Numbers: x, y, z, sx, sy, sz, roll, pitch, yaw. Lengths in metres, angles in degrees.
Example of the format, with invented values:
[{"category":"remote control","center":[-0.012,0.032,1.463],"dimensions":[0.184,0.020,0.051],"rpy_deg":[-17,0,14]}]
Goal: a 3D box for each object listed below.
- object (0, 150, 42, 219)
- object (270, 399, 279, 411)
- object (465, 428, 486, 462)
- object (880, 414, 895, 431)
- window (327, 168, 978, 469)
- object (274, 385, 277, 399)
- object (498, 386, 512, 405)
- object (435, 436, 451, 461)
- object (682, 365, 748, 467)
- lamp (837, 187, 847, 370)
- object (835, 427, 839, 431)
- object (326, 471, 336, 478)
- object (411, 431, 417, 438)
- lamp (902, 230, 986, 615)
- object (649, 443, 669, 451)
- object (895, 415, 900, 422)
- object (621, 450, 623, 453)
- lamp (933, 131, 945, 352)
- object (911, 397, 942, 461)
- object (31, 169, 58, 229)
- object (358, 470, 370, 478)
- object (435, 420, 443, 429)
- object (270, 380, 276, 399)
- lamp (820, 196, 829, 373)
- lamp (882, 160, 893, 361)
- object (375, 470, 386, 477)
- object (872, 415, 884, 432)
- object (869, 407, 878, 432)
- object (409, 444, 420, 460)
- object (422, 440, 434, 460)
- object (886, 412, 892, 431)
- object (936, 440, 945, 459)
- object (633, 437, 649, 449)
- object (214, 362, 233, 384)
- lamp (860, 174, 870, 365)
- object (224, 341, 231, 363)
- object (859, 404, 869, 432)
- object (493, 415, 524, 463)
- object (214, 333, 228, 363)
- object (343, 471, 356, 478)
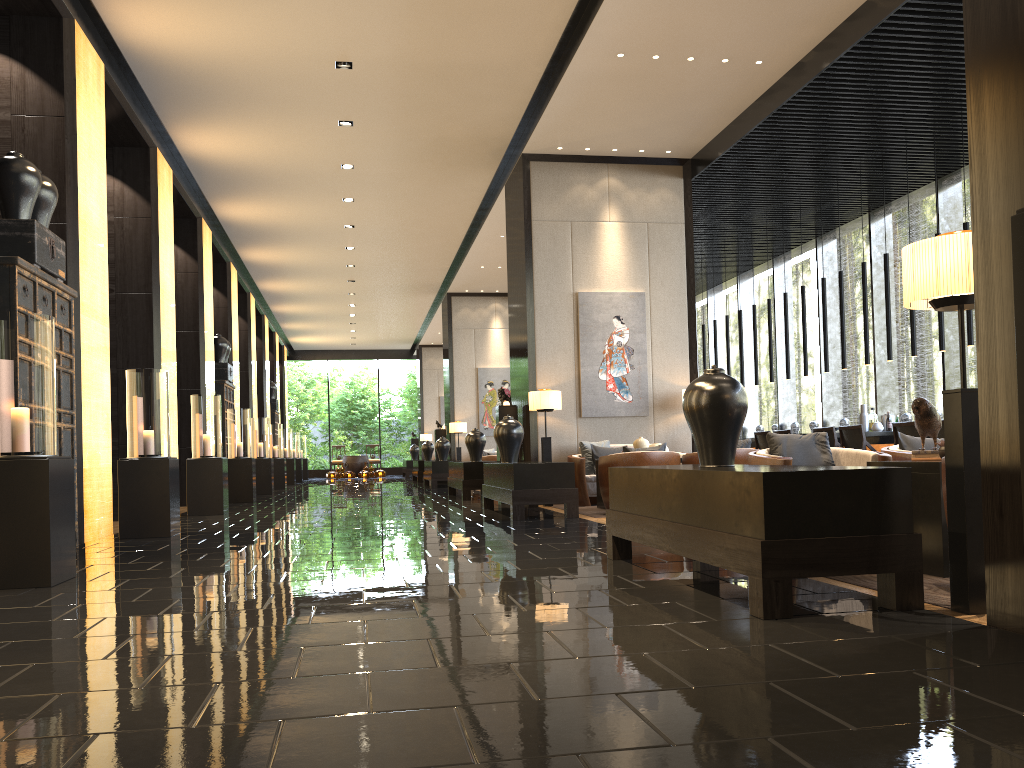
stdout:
[{"category":"object","center":[-3.322,-1.316,5.926],"dimensions":[0.311,0.492,0.312],"rpy_deg":[-1,-2,-14]},{"category":"object","center":[-6.356,0.566,23.400],"dimensions":[0.365,0.314,0.607],"rpy_deg":[-1,-4,-10]},{"category":"object","center":[-0.533,0.887,12.960],"dimensions":[0.311,0.492,0.312],"rpy_deg":[0,-2,-29]},{"category":"object","center":[4.696,0.483,11.062],"dimensions":[0.168,0.219,0.169],"rpy_deg":[-1,-3,-15]},{"category":"window","center":[-1.083,-0.239,15.573],"dimensions":[12.050,4.219,31.969],"rpy_deg":[-1,-5,-10]},{"category":"object","center":[-6.406,0.175,23.579],"dimensions":[0.311,0.492,0.312],"rpy_deg":[0,-2,-29]},{"category":"object","center":[-0.093,0.154,11.038],"dimensions":[0.176,0.245,0.116],"rpy_deg":[-1,-2,-10]},{"category":"object","center":[-1.397,1.305,17.906],"dimensions":[0.311,0.492,0.312],"rpy_deg":[-2,-2,9]},{"category":"object","center":[0.984,0.153,4.280],"dimensions":[0.311,0.492,0.312],"rpy_deg":[-1,-2,-21]},{"category":"lamp","center":[4.229,-1.395,11.376],"dimensions":[0.060,2.417,0.060],"rpy_deg":[-1,-1,-15]},{"category":"object","center":[3.942,0.573,10.918],"dimensions":[0.227,0.067,0.228],"rpy_deg":[-1,-4,-7]},{"category":"object","center":[-5.821,2.933,28.644],"dimensions":[0.370,0.229,0.370],"rpy_deg":[-2,-4,7]},{"category":"object","center":[-3.180,1.646,28.702],"dimensions":[0.176,0.245,0.116],"rpy_deg":[-1,-2,-5]},{"category":"lamp","center":[1.624,0.139,3.172],"dimensions":[0.375,1.349,0.375],"rpy_deg":[-3,-2,38]},{"category":"object","center":[1.563,0.721,9.525],"dimensions":[0.245,0.167,0.246],"rpy_deg":[-1,-4,-7]},{"category":"object","center":[4.756,0.482,10.919],"dimensions":[0.056,0.197,0.056],"rpy_deg":[-1,-1,-8]},{"category":"object","center":[1.216,0.753,9.498],"dimensions":[0.091,0.112,0.091],"rpy_deg":[-4,-3,42]},{"category":"lamp","center":[4.561,-1.555,9.476],"dimensions":[0.060,2.417,0.060],"rpy_deg":[-1,-1,-15]},{"category":"object","center":[2.055,0.222,4.359],"dimensions":[0.174,0.309,0.229],"rpy_deg":[-3,-3,36]},{"category":"object","center":[-3.379,-1.289,6.253],"dimensions":[0.311,0.492,0.312],"rpy_deg":[0,-2,-29]},{"category":"object","center":[-4.721,2.871,28.251],"dimensions":[0.369,0.229,0.371],"rpy_deg":[-1,-4,-7]},{"category":"object","center":[-1.639,0.913,19.869],"dimensions":[0.161,0.217,0.102],"rpy_deg":[-1,-2,-22]},{"category":"object","center":[-6.349,0.148,23.251],"dimensions":[0.311,0.492,0.312],"rpy_deg":[0,-3,-36]},{"category":"lamp","center":[4.154,-1.359,11.801],"dimensions":[0.060,2.417,0.060],"rpy_deg":[-1,-1,-15]},{"category":"lamp","center":[4.399,-1.477,10.404],"dimensions":[0.060,2.417,0.060],"rpy_deg":[-1,-1,-15]},{"category":"object","center":[-4.299,2.910,28.892],"dimensions":[0.370,0.229,0.370],"rpy_deg":[1,-5,-37]},{"category":"object","center":[4.503,0.477,10.911],"dimensions":[0.135,0.217,0.136],"rpy_deg":[-1,-2,-23]},{"category":"object","center":[4.521,0.447,11.085],"dimensions":[0.129,0.305,0.129],"rpy_deg":[-1,-2,-24]},{"category":"object","center":[-2.951,2.057,26.802],"dimensions":[0.311,0.492,0.312],"rpy_deg":[-2,-2,9]},{"category":"object","center":[-2.060,1.625,21.700],"dimensions":[0.311,0.492,0.312],"rpy_deg":[-2,-2,9]},{"category":"object","center":[4.656,0.466,10.942],"dimensions":[0.067,0.237,0.067],"rpy_deg":[-1,-1,-16]},{"category":"object","center":[2.080,0.309,4.222],"dimensions":[0.091,0.112,0.091],"rpy_deg":[-4,-3,42]},{"category":"object","center":[1.378,0.682,9.437],"dimensions":[0.171,0.235,0.171],"rpy_deg":[-3,-3,25]},{"category":"object","center":[-4.838,-0.168,14.715],"dimensions":[0.365,0.314,0.607],"rpy_deg":[-1,-4,-10]},{"category":"lamp","center":[4.318,-1.438,10.862],"dimensions":[0.060,2.417,0.060],"rpy_deg":[-1,-1,-15]},{"category":"object","center":[-4.888,-0.559,14.894],"dimensions":[0.311,0.492,0.312],"rpy_deg":[0,-2,-29]},{"category":"object","center":[4.382,0.426,11.017],"dimensions":[0.113,0.344,0.113],"rpy_deg":[-1,-2,-15]},{"category":"object","center":[-0.031,0.556,8.985],"dimensions":[0.311,0.492,0.312],"rpy_deg":[-2,-2,9]},{"category":"object","center":[-4.831,-0.586,14.566],"dimensions":[0.311,0.492,0.312],"rpy_deg":[0,-3,-44]},{"category":"object","center":[-5.174,2.877,28.167],"dimensions":[0.370,0.229,0.370],"rpy_deg":[-2,-4,12]}]
